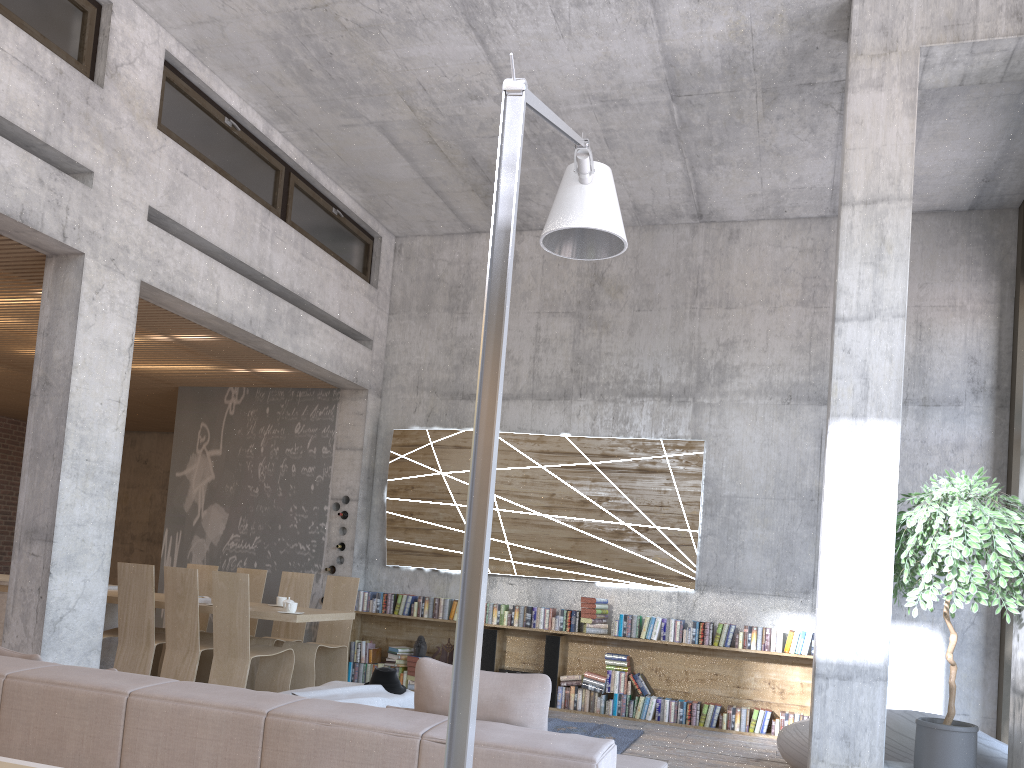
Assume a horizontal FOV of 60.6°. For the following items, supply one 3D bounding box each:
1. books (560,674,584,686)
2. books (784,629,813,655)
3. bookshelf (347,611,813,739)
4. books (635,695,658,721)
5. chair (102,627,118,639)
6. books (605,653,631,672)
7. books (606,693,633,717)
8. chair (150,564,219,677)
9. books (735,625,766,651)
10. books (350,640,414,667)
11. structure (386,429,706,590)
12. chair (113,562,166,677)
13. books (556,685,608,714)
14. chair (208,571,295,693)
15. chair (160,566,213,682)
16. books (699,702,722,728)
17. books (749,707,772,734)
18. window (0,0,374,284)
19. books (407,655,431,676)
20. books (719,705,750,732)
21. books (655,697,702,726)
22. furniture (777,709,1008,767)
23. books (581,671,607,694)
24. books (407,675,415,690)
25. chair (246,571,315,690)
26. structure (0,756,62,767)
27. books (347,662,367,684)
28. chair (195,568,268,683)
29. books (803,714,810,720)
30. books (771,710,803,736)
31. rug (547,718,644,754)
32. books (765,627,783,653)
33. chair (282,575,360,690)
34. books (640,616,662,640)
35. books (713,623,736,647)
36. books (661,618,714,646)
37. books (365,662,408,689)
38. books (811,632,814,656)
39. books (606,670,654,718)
[{"bbox_3d":[0.625,3.017,8.930,0.234,0.138,0.195,1,-10,19],"label":"books"},{"bbox_3d":[2.705,2.438,8.289,0.249,0.225,0.193,2,-8,18],"label":"books"},{"bbox_3d":[0.762,2.937,8.931,5.313,0.794,0.308,1,-6,18],"label":"bookshelf"},{"bbox_3d":[1.331,3.194,8.661,0.199,0.225,0.193,2,-8,18],"label":"books"},{"bbox_3d":[-3.539,2.145,7.700,0.348,1.177,0.734,3,-6,23],"label":"chair"},{"bbox_3d":[1.066,2.801,8.819,0.238,0.158,0.193,1,-9,18],"label":"books"},{"bbox_3d":[1.069,3.194,8.756,0.226,0.217,0.219,2,-8,18],"label":"books"},{"bbox_3d":[-3.267,2.350,8.557,0.348,1.177,0.734,4,-6,12],"label":"chair"},{"bbox_3d":[2.300,2.441,8.445,0.278,0.217,0.213,2,-8,16],"label":"books"},{"bbox_3d":[-1.416,2.960,9.605,0.715,0.258,0.306,0,-10,23],"label":"books"},{"bbox_3d":[0.237,1.272,9.227,3.406,1.515,0.364,1,-5,18],"label":"structure"},{"bbox_3d":[-3.059,2.148,7.539,0.348,1.177,0.734,3,-6,15],"label":"chair"},{"bbox_3d":[0.719,3.190,8.903,0.493,0.234,0.247,1,-9,18],"label":"books"},{"bbox_3d":[-2.121,2.139,7.154,0.348,1.177,0.734,3,-6,22],"label":"chair"},{"bbox_3d":[-2.583,2.149,7.368,0.348,1.177,0.734,3,-6,23],"label":"chair"},{"bbox_3d":[1.923,3.211,8.508,0.199,0.225,0.193,2,-8,18],"label":"books"},{"bbox_3d":[2.377,3.222,8.395,0.199,0.225,0.193,2,-8,18],"label":"books"},{"bbox_3d":[-2.851,-2.306,5.879,0.113,0.596,8.618,3,-12,18],"label":"window"},{"bbox_3d":[-0.980,3.024,9.397,0.189,0.207,0.250,-2,-11,39],"label":"books"},{"bbox_3d":[2.140,3.212,8.428,0.278,0.217,0.213,2,-8,16],"label":"books"},{"bbox_3d":[1.632,3.208,8.593,0.417,0.217,0.208,1,-8,18],"label":"books"},{"bbox_3d":[2.876,2.765,6.551,1.814,0.798,1.641,12,-13,-34],"label":"furniture"},{"bbox_3d":[0.834,2.995,8.801,0.243,0.189,0.157,2,-8,18],"label":"books"},{"bbox_3d":[-1.001,3.198,9.395,0.263,0.148,0.251,9,-11,-26],"label":"books"},{"bbox_3d":[-2.262,2.391,8.382,0.348,1.177,0.734,3,-6,14],"label":"chair"},{"bbox_3d":[-1.319,0.831,0.504,4.420,0.920,1.967,1,-11,18],"label":"structure"},{"bbox_3d":[-1.706,3.169,9.654,0.273,0.217,0.208,2,-8,18],"label":"books"},{"bbox_3d":[-2.768,2.368,8.459,0.348,1.177,0.734,3,-6,18],"label":"chair"},{"bbox_3d":[2.807,3.218,8.221,0.156,0.217,0.193,2,-8,18],"label":"books"},{"bbox_3d":[2.608,3.223,8.311,0.278,0.217,0.213,2,-8,16],"label":"books"},{"bbox_3d":[0.210,2.817,6.759,1.160,0.048,2.980,1,-13,18],"label":"rug"},{"bbox_3d":[2.498,2.436,8.355,0.156,0.217,0.193,2,-8,18],"label":"books"},{"bbox_3d":[-1.796,2.385,8.181,0.348,1.177,0.734,3,-6,18],"label":"chair"},{"bbox_3d":[1.392,2.422,8.710,0.199,0.225,0.193,2,-8,18],"label":"books"},{"bbox_3d":[2.068,2.440,8.530,0.199,0.225,0.193,2,-8,18],"label":"books"},{"bbox_3d":[1.726,2.436,8.626,0.489,0.217,0.219,1,-9,18],"label":"books"},{"bbox_3d":[-1.331,3.170,9.564,0.493,0.234,0.247,1,-9,18],"label":"books"},{"bbox_3d":[2.894,2.447,8.226,0.156,0.217,0.157,2,-7,18],"label":"books"},{"bbox_3d":[1.172,3.093,8.744,0.451,0.442,0.218,2,-6,18],"label":"books"}]
